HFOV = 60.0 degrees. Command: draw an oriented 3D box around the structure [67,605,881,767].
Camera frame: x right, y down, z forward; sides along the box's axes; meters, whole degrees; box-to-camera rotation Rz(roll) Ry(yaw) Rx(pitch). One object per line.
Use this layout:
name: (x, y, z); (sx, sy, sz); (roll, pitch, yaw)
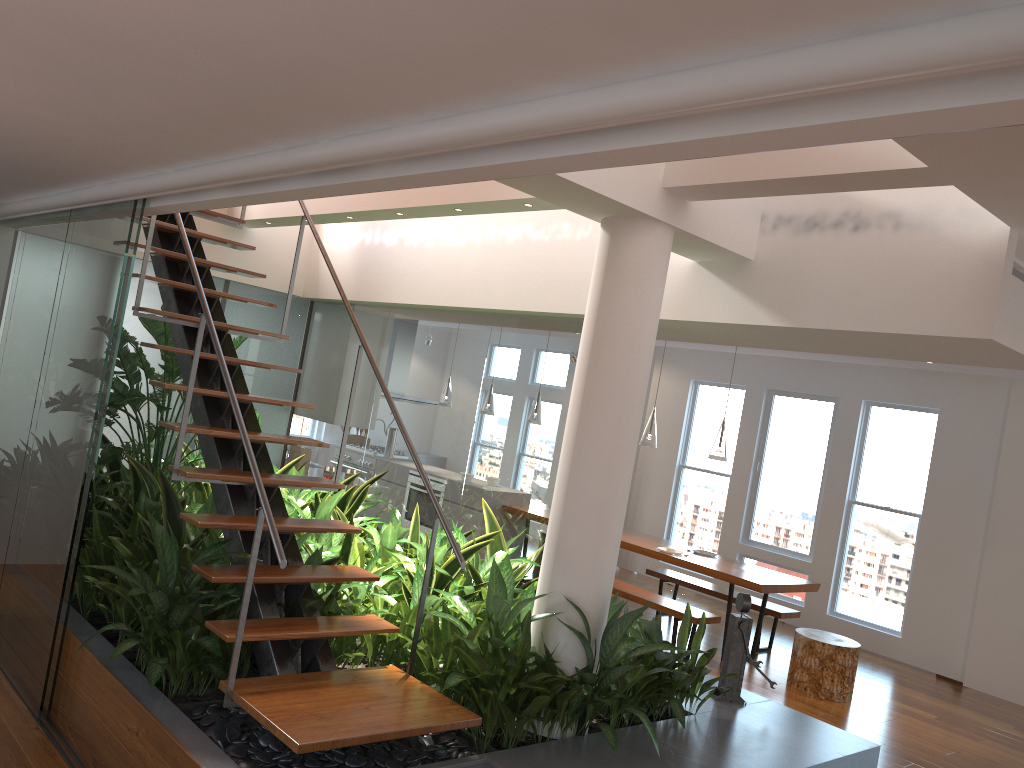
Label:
structure: (-0.819, 1.509, 4.901); (3.088, 0.386, 5.584); (11, -2, -42)

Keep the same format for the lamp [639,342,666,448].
lamp: (1.277, 0.022, 7.744); (0.160, 1.060, 0.160); (10, -1, -15)

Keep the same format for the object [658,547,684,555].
object: (1.328, 1.400, 7.418); (0.222, 0.020, 0.222); (10, -1, -2)

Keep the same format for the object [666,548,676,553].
object: (1.329, 1.394, 7.418); (0.079, 0.030, 0.070); (10, -1, 11)

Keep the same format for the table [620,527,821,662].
table: (0.100, 1.583, 9.031); (0.893, 0.704, 5.996); (11, -2, -42)

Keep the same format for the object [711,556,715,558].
object: (1.746, 1.476, 7.598); (0.019, 0.017, 0.158); (9, -2, 43)

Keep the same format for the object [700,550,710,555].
object: (1.666, 1.459, 7.667); (0.079, 0.030, 0.070); (10, -1, 1)

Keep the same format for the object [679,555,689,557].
object: (1.407, 1.415, 7.310); (0.149, 0.014, 0.044); (11, -2, -44)

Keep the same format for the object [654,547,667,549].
object: (1.261, 1.389, 7.501); (0.158, 0.017, 0.019); (11, -2, -37)

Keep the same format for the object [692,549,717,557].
object: (1.665, 1.465, 7.667); (0.222, 0.020, 0.222); (9, -2, 40)

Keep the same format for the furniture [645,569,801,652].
furniture: (1.824, 2.027, 7.934); (0.316, 0.389, 1.433); (11, -2, -42)

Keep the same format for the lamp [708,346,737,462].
lamp: (1.759, 0.096, 7.210); (0.160, 1.060, 0.160); (10, -1, -15)

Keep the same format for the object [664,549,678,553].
object: (1.327, 1.404, 7.418); (0.124, 0.011, 0.124); (10, -1, -21)

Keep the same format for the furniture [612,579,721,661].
furniture: (0.959, 1.857, 7.130); (0.316, 0.389, 1.433); (11, -2, -42)

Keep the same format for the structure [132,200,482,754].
structure: (-1.051, -0.643, 5.291); (2.552, 4.265, 4.591); (11, -2, -42)

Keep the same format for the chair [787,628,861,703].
chair: (2.302, 2.072, 6.559); (0.460, 0.400, 0.460); (11, -1, -32)

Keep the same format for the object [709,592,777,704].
object: (1.246, 1.390, 4.662); (0.318, 0.565, 0.134); (10, -1, -6)

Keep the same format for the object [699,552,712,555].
object: (1.664, 1.469, 7.667); (0.124, 0.011, 0.124); (9, -1, 30)

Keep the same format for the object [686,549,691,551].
object: (1.576, 1.454, 7.753); (0.149, 0.014, 0.044); (11, -2, -41)
